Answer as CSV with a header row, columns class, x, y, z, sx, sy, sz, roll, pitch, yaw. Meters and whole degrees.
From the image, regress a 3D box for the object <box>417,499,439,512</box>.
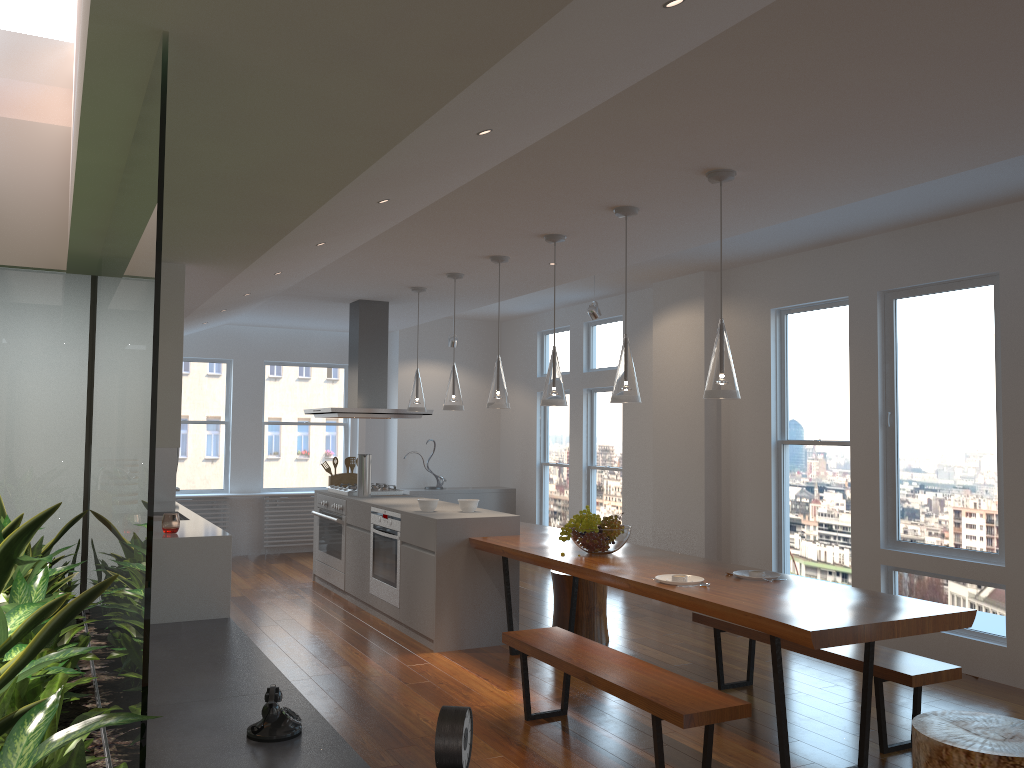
class,x,y,z,sx,sy,sz,roll,pitch,yaw
object,-0.579,0.838,6.116,0.152,0.082,0.152,0,-3,12

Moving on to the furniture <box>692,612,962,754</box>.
class,x,y,z,sx,sy,sz,roll,pitch,yaw
furniture,1.478,1.447,4.395,0.316,0.389,1.433,2,-3,-27

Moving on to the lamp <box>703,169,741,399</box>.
class,x,y,z,sx,sy,sz,roll,pitch,yaw
lamp,0.912,-0.465,3.863,0.160,1.060,0.160,1,-3,0

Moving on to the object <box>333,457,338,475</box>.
class,x,y,z,sx,sy,sz,roll,pitch,yaw
object,-1.632,0.822,8.199,0.055,0.299,0.027,2,-3,-27

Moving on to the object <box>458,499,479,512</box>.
class,x,y,z,sx,sy,sz,roll,pitch,yaw
object,-0.301,0.841,6.120,0.152,0.082,0.152,-1,-3,23

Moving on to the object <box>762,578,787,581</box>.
class,x,y,z,sx,sy,sz,roll,pitch,yaw
object,1.226,0.908,4.133,0.158,0.017,0.019,3,-4,-32

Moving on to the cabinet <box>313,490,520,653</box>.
class,x,y,z,sx,sy,sz,roll,pitch,yaw
cabinet,-0.890,1.340,7.007,0.597,0.832,2.936,2,-3,-27

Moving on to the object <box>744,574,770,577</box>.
class,x,y,z,sx,sy,sz,roll,pitch,yaw
object,1.165,0.917,4.221,0.124,0.011,0.124,-3,-4,45

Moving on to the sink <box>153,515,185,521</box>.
class,x,y,z,sx,sy,sz,roll,pitch,yaw
sink,-2.369,0.981,5.760,0.449,0.192,0.666,2,-3,-27

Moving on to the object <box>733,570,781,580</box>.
class,x,y,z,sx,sy,sz,roll,pitch,yaw
object,1.165,0.913,4.221,0.222,0.020,0.222,3,-4,-35

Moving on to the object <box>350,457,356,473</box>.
class,x,y,z,sx,sy,sz,roll,pitch,yaw
object,-1.487,0.827,8.251,0.057,0.299,0.019,2,-3,-27

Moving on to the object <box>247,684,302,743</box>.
class,x,y,z,sx,sy,sz,roll,pitch,yaw
object,-0.802,1.089,2.950,0.181,0.155,0.216,-1,-3,27

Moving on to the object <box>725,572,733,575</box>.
class,x,y,z,sx,sy,sz,roll,pitch,yaw
object,1.101,0.921,4.327,0.149,0.014,0.044,2,-3,-26

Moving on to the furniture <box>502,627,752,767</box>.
class,x,y,z,sx,sy,sz,roll,pitch,yaw
furniture,0.418,1.406,3.848,0.316,0.389,1.433,2,-3,-27

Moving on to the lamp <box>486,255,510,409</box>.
class,x,y,z,sx,sy,sz,roll,pitch,yaw
lamp,-0.085,-0.371,5.787,0.160,1.060,0.160,1,-3,0

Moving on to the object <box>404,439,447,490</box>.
class,x,y,z,sx,sy,sz,roll,pitch,yaw
object,-0.948,0.900,9.939,0.210,0.563,0.590,-2,-4,34

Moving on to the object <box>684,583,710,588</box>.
class,x,y,z,sx,sy,sz,roll,pitch,yaw
object,0.819,0.898,3.944,0.149,0.014,0.044,2,-4,-29

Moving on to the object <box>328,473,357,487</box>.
class,x,y,z,sx,sy,sz,roll,pitch,yaw
object,-1.523,0.905,8.240,0.353,0.157,0.084,2,-3,-27

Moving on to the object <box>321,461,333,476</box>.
class,x,y,z,sx,sy,sz,roll,pitch,yaw
object,-1.664,0.838,8.179,0.199,0.259,0.016,2,-3,-17

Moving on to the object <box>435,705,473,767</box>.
class,x,y,z,sx,sy,sz,roll,pitch,yaw
object,-0.025,0.813,1.431,0.318,0.565,0.134,0,-3,9

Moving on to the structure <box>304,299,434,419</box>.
class,x,y,z,sx,sy,sz,roll,pitch,yaw
structure,-1.278,-0.400,7.897,0.909,1.405,0.900,2,-3,-27

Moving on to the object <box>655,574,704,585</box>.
class,x,y,z,sx,sy,sz,roll,pitch,yaw
object,0.769,0.901,4.070,0.222,0.020,0.222,0,-3,13

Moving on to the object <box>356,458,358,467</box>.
class,x,y,z,sx,sy,sz,roll,pitch,yaw
object,-1.431,0.830,8.283,0.068,0.298,0.039,2,-3,-27

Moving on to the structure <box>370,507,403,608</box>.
class,x,y,z,sx,sy,sz,roll,pitch,yaw
structure,-0.913,1.240,6.432,0.072,0.648,0.644,2,-3,-27

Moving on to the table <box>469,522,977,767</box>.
class,x,y,z,sx,sy,sz,roll,pitch,yaw
table,0.049,1.354,5.919,0.893,0.704,5.996,2,-3,-27

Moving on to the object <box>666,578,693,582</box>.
class,x,y,z,sx,sy,sz,roll,pitch,yaw
object,0.769,0.905,4.070,0.124,0.011,0.124,1,-3,-6

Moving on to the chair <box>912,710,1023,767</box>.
class,x,y,z,sx,sy,sz,roll,pitch,yaw
chair,1.584,1.360,2.945,0.460,0.400,0.460,2,-3,-17

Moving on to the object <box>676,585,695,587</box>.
class,x,y,z,sx,sy,sz,roll,pitch,yaw
object,0.804,0.903,3.974,0.164,0.006,0.017,2,-3,-22

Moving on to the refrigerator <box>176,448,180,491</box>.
class,x,y,z,sx,sy,sz,roll,pitch,yaw
refrigerator,-3.155,0.843,7.361,0.725,1.772,0.908,2,-3,-27

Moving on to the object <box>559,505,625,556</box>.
class,x,y,z,sx,sy,sz,roll,pitch,yaw
object,0.468,0.824,5.033,0.292,0.284,0.394,-1,-3,27

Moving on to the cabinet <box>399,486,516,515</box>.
class,x,y,z,sx,sy,sz,roll,pitch,yaw
cabinet,-0.633,1.558,10.119,1.309,0.725,0.420,2,-3,-27

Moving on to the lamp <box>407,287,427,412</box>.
class,x,y,z,sx,sy,sz,roll,pitch,yaw
lamp,-0.750,-0.308,7.070,0.160,1.060,0.160,1,-3,0

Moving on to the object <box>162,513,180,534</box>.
class,x,y,z,sx,sy,sz,roll,pitch,yaw
object,-1.871,0.765,4.863,0.094,0.106,0.094,2,-3,-22

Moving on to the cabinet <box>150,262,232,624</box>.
class,x,y,z,sx,sy,sz,roll,pitch,yaw
cabinet,-2.860,0.594,6.689,0.676,2.280,4.565,2,-3,-27

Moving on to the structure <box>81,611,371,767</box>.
class,x,y,z,sx,sy,sz,roll,pitch,yaw
structure,-1.909,1.306,2.167,3.088,0.386,5.584,2,-3,-27

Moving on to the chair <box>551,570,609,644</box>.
class,x,y,z,sx,sy,sz,roll,pitch,yaw
chair,0.458,1.492,5.980,0.396,0.455,0.402,3,-4,-37

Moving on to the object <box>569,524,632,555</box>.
class,x,y,z,sx,sy,sz,roll,pitch,yaw
object,0.497,0.887,5.029,0.360,0.159,0.360,-1,-3,26

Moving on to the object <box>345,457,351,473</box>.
class,x,y,z,sx,sy,sz,roll,pitch,yaw
object,-1.526,0.827,8.253,0.061,0.299,0.040,2,-4,-30

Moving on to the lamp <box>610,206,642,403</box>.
class,x,y,z,sx,sy,sz,roll,pitch,yaw
lamp,0.580,-0.434,4.504,0.160,1.060,0.160,1,-3,0

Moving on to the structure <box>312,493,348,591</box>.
class,x,y,z,sx,sy,sz,roll,pitch,yaw
structure,-1.343,1.353,7.796,0.649,0.735,0.890,2,-3,-27

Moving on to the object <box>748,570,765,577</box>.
class,x,y,z,sx,sy,sz,roll,pitch,yaw
object,1.165,0.907,4.222,0.079,0.030,0.070,0,-3,16

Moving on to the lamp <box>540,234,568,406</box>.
class,x,y,z,sx,sy,sz,roll,pitch,yaw
lamp,0.247,-0.402,5.146,0.160,1.060,0.160,1,-3,0

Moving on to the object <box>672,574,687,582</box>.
class,x,y,z,sx,sy,sz,roll,pitch,yaw
object,0.769,0.895,4.070,0.079,0.030,0.070,-1,-3,26

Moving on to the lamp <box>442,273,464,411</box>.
class,x,y,z,sx,sy,sz,roll,pitch,yaw
lamp,-0.418,-0.339,6.428,0.160,1.060,0.160,1,-3,0

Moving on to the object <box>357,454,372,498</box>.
class,x,y,z,sx,sy,sz,roll,pitch,yaw
object,-1.221,0.764,7.384,0.120,0.356,0.172,-1,-3,21

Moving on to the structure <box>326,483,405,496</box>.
class,x,y,z,sx,sy,sz,roll,pitch,yaw
structure,-1.307,0.930,7.848,0.520,0.073,0.650,2,-3,-27
